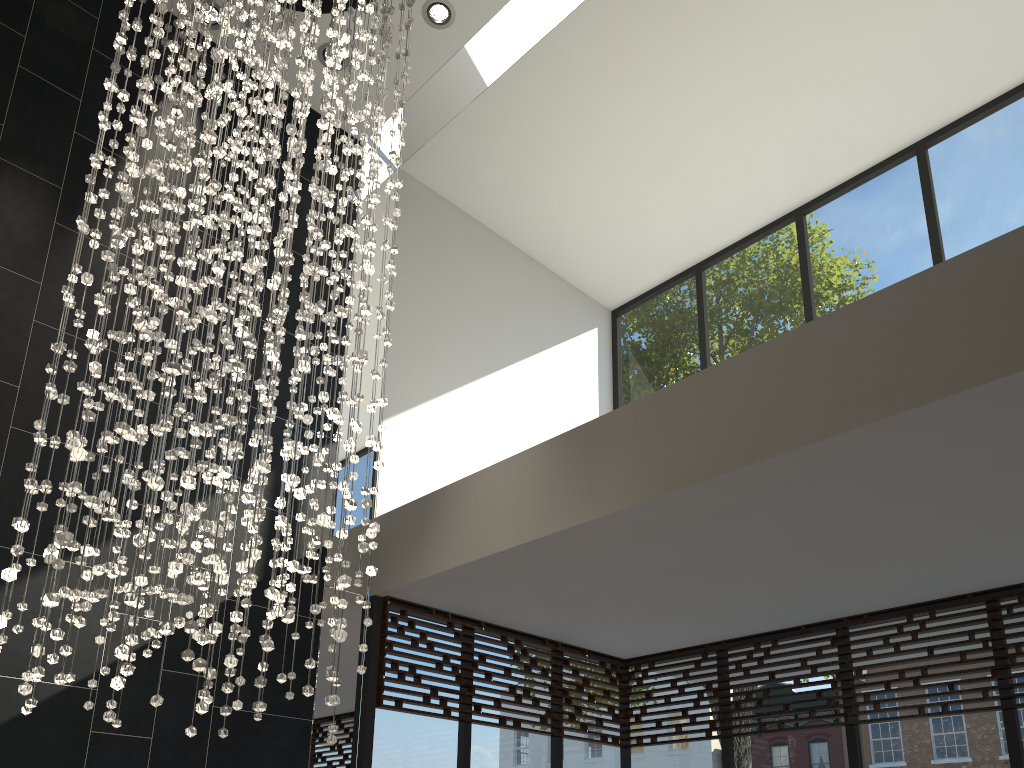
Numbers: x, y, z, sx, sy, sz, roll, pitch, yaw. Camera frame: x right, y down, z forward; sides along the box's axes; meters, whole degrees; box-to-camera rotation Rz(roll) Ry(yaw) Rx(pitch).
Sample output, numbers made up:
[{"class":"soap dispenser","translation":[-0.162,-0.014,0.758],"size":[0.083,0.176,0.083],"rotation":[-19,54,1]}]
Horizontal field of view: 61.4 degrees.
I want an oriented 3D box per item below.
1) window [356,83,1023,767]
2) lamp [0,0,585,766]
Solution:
[{"class":"window","translation":[2.140,0.415,3.782],"size":[2.450,5.511,6.422],"rotation":[19,-30,-39]},{"class":"lamp","translation":[-3.481,-42.234,11.123],"size":[403.007,105.134,431.330],"rotation":[10,-30,-16]}]
